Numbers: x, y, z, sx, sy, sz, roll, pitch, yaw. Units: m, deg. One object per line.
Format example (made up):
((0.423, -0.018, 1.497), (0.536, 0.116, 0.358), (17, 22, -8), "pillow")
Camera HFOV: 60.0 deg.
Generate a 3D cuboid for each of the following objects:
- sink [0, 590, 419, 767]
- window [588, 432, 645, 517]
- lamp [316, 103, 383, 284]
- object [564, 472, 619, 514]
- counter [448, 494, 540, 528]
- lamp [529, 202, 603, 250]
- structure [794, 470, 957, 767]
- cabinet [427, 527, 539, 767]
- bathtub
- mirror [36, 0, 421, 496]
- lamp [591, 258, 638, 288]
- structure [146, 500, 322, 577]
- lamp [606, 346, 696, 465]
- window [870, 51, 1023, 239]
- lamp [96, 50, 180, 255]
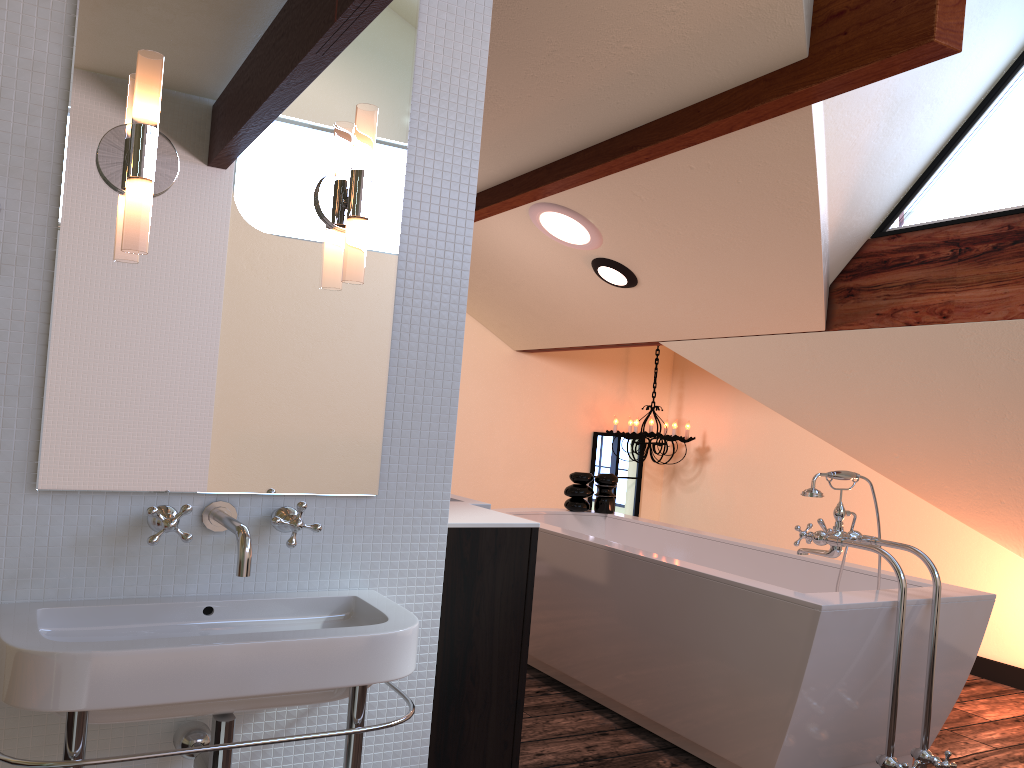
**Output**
((-0.510, 0.821, 1.472), (0.682, 0.785, 0.346), (5, -1, -29), "sink")
((0.738, 0.741, 6.326), (0.450, 0.701, 0.046), (5, 0, -29), "window")
((-0.294, -0.392, 1.672), (0.131, 0.365, 0.083), (5, 0, -29), "lamp")
((0.404, 0.615, 4.536), (0.276, 0.229, 0.156), (4, -1, 1), "object")
((-0.517, 0.528, 2.999), (0.443, 0.296, 1.854), (5, -2, -29), "counter")
((0.237, -0.774, 3.932), (0.329, 0.172, 0.369), (6, -2, -34), "lamp")
((1.091, 0.870, 2.755), (0.384, 1.120, 0.553), (4, -1, -15), "structure")
((-0.566, 0.851, 2.985), (0.386, 0.922, 1.854), (5, -2, -29), "cabinet")
((0.633, 1.055, 3.598), (0.800, 0.693, 2.214), (5, -2, -29), "bathtub")
((-0.481, -0.414, 1.622), (0.605, 1.277, 0.011), (5, 0, -29), "mirror")
((0.478, -0.573, 4.131), (0.214, 0.130, 0.246), (6, -2, -34), "lamp")
((-0.475, 0.284, 1.528), (0.298, 0.122, 0.236), (5, -2, -29), "structure")
((0.963, 0.037, 6.025), (0.541, 1.125, 0.615), (5, -1, -18), "lamp")
((1.425, -1.052, 1.446), (2.110, 0.676, 3.515), (6, -3, -29), "window")
((-0.622, -0.425, 1.487), (0.131, 0.365, 0.083), (5, 0, -29), "lamp")
